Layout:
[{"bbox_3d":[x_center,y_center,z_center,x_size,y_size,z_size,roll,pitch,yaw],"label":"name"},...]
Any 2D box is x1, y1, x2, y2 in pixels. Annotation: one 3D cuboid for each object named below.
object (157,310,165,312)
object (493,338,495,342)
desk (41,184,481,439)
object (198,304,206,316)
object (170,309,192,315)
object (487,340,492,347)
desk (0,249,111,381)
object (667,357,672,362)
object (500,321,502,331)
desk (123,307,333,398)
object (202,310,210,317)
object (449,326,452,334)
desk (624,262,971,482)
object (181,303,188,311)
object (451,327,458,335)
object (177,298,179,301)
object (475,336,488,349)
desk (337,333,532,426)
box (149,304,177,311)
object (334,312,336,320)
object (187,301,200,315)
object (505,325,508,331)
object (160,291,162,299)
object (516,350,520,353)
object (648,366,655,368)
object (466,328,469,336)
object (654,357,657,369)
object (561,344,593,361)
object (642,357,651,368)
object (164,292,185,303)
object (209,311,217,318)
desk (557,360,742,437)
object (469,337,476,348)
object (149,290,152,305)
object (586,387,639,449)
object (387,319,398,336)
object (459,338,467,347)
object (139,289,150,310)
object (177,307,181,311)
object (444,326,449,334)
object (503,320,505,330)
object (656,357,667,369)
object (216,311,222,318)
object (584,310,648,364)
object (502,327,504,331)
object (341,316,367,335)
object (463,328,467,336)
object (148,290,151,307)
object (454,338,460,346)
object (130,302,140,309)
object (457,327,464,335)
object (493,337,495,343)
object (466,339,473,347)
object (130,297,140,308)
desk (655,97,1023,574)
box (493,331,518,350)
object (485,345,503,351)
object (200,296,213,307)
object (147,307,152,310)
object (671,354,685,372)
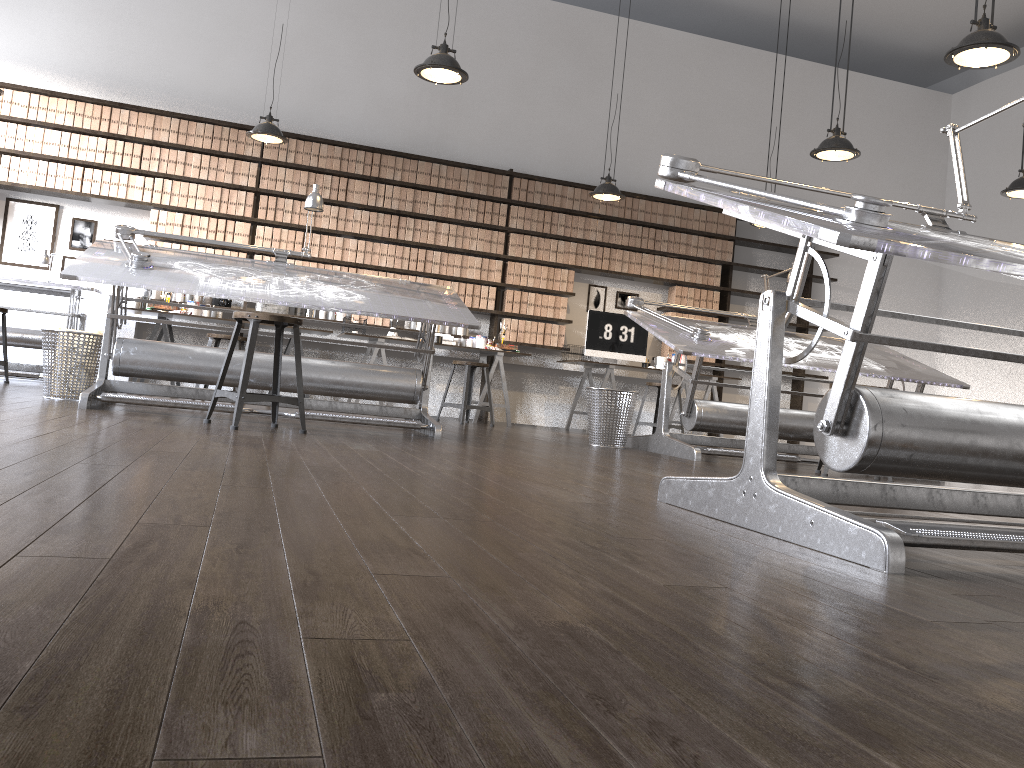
[{"bbox_3d":[-2.864,-0.596,7.322,0.172,0.017,0.011,6,-3,15],"label":"object"},{"bbox_3d":[-0.186,-0.376,8.329,0.040,0.130,0.005,7,-4,-18],"label":"object"},{"bbox_3d":[-1.393,-0.501,4.942,2.276,1.391,1.075,6,-3,-16],"label":"desk"},{"bbox_3d":[-2.715,-0.626,7.685,0.095,0.128,0.094,6,-3,-13],"label":"object"},{"bbox_3d":[-2.761,-0.596,7.362,0.197,0.051,0.132,6,-1,13],"label":"object"},{"bbox_3d":[-0.213,-0.357,8.263,0.049,0.112,0.049,7,-3,-13],"label":"object"},{"bbox_3d":[-3.955,-0.581,7.045,1.266,1.101,1.070,6,-2,-16],"label":"desk"},{"bbox_3d":[1.543,-0.186,8.776,0.067,0.155,0.068,9,-4,-40],"label":"object"},{"bbox_3d":[-0.097,-0.484,8.343,0.055,0.215,0.007,6,-4,-10],"label":"object"},{"bbox_3d":[-2.427,-0.200,7.515,1.665,0.672,0.655,6,-2,-16],"label":"desk"},{"bbox_3d":[-2.631,-0.606,7.612,0.062,0.095,0.061,4,-3,24],"label":"object"},{"bbox_3d":[-0.559,-0.527,8.573,0.093,0.130,0.095,7,-3,-29],"label":"object"},{"bbox_3d":[1.804,-0.164,5.876,2.065,1.391,1.075,6,-3,-16],"label":"desk"},{"bbox_3d":[-2.784,-0.628,7.512,0.049,0.112,0.049,7,-4,-20],"label":"object"},{"bbox_3d":[-0.551,-0.504,8.486,0.053,0.081,0.054,7,-3,-26],"label":"object"},{"bbox_3d":[-2.847,-0.655,7.557,0.033,0.148,0.005,7,-4,-15],"label":"object"},{"bbox_3d":[-0.286,-0.378,8.283,0.105,0.142,0.104,6,-3,-9],"label":"object"},{"bbox_3d":[-0.745,-0.022,8.006,1.665,0.672,0.655,6,-2,-16],"label":"desk"},{"bbox_3d":[-2.950,-0.636,7.490,0.211,0.083,0.137,6,-2,-17],"label":"box"},{"bbox_3d":[-1.648,-0.629,8.187,0.045,0.101,0.044,7,-3,-14],"label":"object"},{"bbox_3d":[-2.730,-0.635,7.569,0.104,0.142,0.104,7,-3,-24],"label":"object"},{"bbox_3d":[-0.080,-0.470,8.345,0.071,0.187,0.008,4,-4,26],"label":"object"},{"bbox_3d":[-3.093,-0.805,7.768,0.050,0.140,0.051,7,-4,-19],"label":"object"},{"bbox_3d":[0.051,-0.296,8.271,0.049,0.037,0.049,6,-2,-13],"label":"object"},{"bbox_3d":[1.338,-0.155,8.512,0.059,0.028,0.106,6,-1,-20],"label":"object"},{"bbox_3d":[-0.449,-0.503,8.556,0.062,0.096,0.061,5,-3,16],"label":"object"},{"bbox_3d":[1.468,-0.192,8.822,0.097,0.143,0.095,6,-3,1],"label":"object"},{"bbox_3d":[0.636,-0.290,8.621,0.283,0.161,0.203,6,-2,-24],"label":"object"},{"bbox_3d":[1.342,-0.202,8.840,0.096,0.143,0.092,8,-4,-37],"label":"object"},{"bbox_3d":[-2.899,-0.741,7.659,0.077,0.146,0.344,5,-1,6],"label":"object"},{"bbox_3d":[-2.591,-0.601,7.669,0.063,0.094,0.062,4,-3,33],"label":"object"},{"bbox_3d":[1.297,0.193,8.603,1.665,0.672,0.655,6,-2,-16],"label":"desk"},{"bbox_3d":[-0.363,-0.378,8.372,0.094,0.128,0.094,7,-3,-20],"label":"object"},{"bbox_3d":[-3.108,-0.722,7.542,0.069,0.230,0.068,7,-4,-19],"label":"object"},{"bbox_3d":[0.641,0.225,5.815,0.353,0.379,0.352,6,-2,5],"label":"object"},{"bbox_3d":[-1.094,-0.496,8.150,0.101,0.210,0.101,4,-4,29],"label":"object"},{"bbox_3d":[-0.462,-0.376,8.291,0.062,0.094,0.063,4,-3,24],"label":"object"},{"bbox_3d":[-3.064,-0.720,7.393,0.069,0.230,0.068,7,-4,-19],"label":"object"},{"bbox_3d":[-2.828,-0.620,7.566,0.060,0.089,0.059,7,-3,-21],"label":"object"},{"bbox_3d":[-0.632,-0.533,8.465,0.062,0.120,0.061,3,-4,42],"label":"object"},{"bbox_3d":[-0.082,-0.490,8.363,0.007,0.229,0.020,5,-4,15],"label":"object"},{"bbox_3d":[1.471,-0.193,8.715,0.094,0.145,0.094,5,-3,10],"label":"object"},{"bbox_3d":[-2.560,-0.597,7.728,0.062,0.095,0.061,4,-4,33],"label":"object"},{"bbox_3d":[1.013,-0.429,8.675,0.642,0.520,0.204,6,-3,-16],"label":"object"},{"bbox_3d":[-0.089,-0.457,8.337,0.008,0.154,0.037,3,-4,33],"label":"object"},{"bbox_3d":[-1.414,-0.508,7.927,0.203,0.161,0.284,6,-2,-16],"label":"object"},{"bbox_3d":[-0.465,-0.505,8.488,0.063,0.095,0.062,5,-3,16],"label":"object"},{"bbox_3d":[-3.084,-0.725,7.462,0.069,0.238,0.068,7,-4,-19],"label":"object"},{"bbox_3d":[-0.520,-0.382,8.324,0.062,0.095,0.061,4,-3,24],"label":"object"},{"bbox_3d":[-3.164,-0.667,7.428,0.070,0.104,0.069,7,-3,-21],"label":"object"},{"bbox_3d":[-0.488,-0.509,8.425,0.062,0.096,0.061,5,-3,16],"label":"object"},{"bbox_3d":[-0.179,-0.374,8.337,0.033,0.148,0.005,7,-4,-17],"label":"object"},{"bbox_3d":[-0.397,-0.371,8.264,0.062,0.095,0.061,4,-4,33],"label":"object"},{"bbox_3d":[-3.133,-0.665,7.357,0.068,0.105,0.068,6,-3,-12],"label":"object"},{"bbox_3d":[1.459,-0.251,2.458,2.065,1.391,1.075,6,-3,-16],"label":"desk"},{"bbox_3d":[-0.057,-0.393,8.337,0.211,0.208,0.137,6,-3,-16],"label":"box"},{"bbox_3d":[-0.156,-0.322,8.123,0.132,0.051,0.196,5,-2,44],"label":"object"},{"bbox_3d":[-2.689,-0.740,7.869,0.236,0.162,0.106,4,-3,39],"label":"object"},{"bbox_3d":[-3.017,-0.619,7.375,0.049,0.037,0.049,6,-2,-20],"label":"object"},{"bbox_3d":[1.643,-0.195,8.736,0.143,0.197,0.145,8,-4,-44],"label":"object"}]
